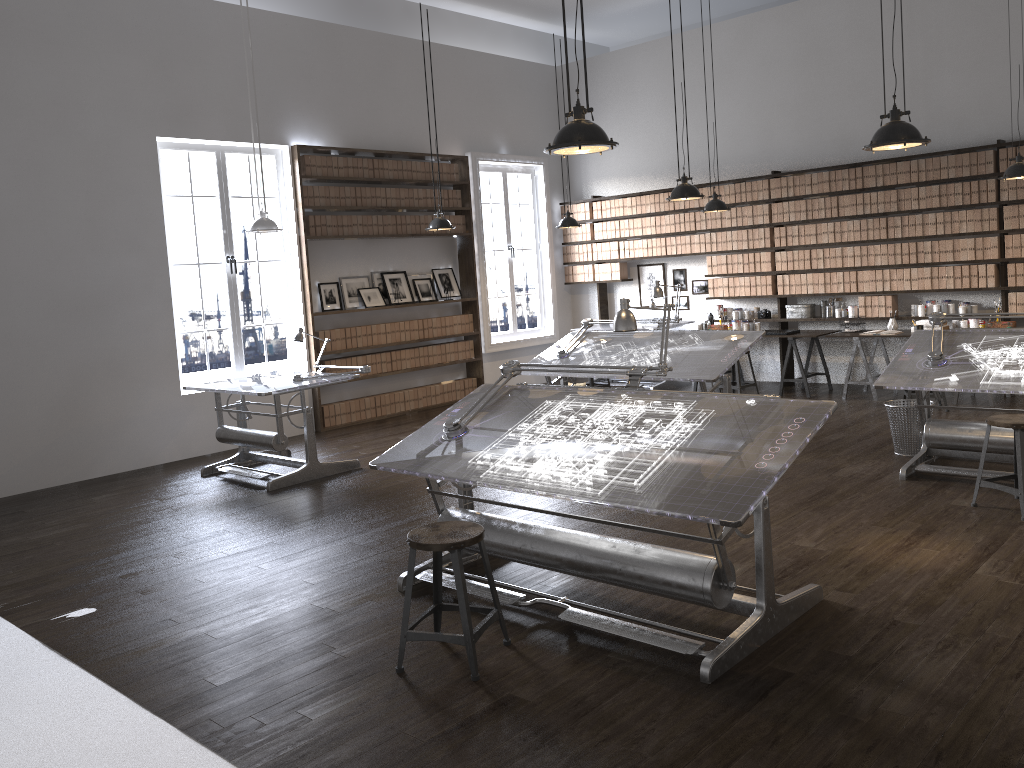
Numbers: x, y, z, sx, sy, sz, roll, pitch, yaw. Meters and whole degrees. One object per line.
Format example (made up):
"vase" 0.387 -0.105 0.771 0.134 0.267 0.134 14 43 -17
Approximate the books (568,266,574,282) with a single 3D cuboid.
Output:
"books" 0.862 -1.516 12.216 0.067 0.225 0.175 0 7 43

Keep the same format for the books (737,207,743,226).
"books" 2.718 -1.965 10.416 0.067 0.225 0.175 0 7 43

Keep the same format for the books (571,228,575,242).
"books" 0.885 -2.059 12.122 0.067 0.224 0.175 0 7 43

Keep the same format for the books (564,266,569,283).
"books" 0.811 -1.519 12.271 0.067 0.225 0.175 0 7 43

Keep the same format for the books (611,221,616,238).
"books" 1.383 -2.030 11.663 0.067 0.224 0.175 0 7 43

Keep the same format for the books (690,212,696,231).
"books" 2.256 -1.987 10.841 0.067 0.225 0.175 0 7 43

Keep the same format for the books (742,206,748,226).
"books" 2.771 -1.963 10.370 0.067 0.225 0.175 0 7 43

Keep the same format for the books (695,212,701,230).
"books" 2.315 -1.985 10.794 0.067 0.225 0.175 0 7 43

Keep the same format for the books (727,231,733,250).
"books" 2.629 -1.704 10.531 0.067 0.225 0.175 0 7 43

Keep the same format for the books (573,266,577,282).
"books" 0.920 -1.514 12.170 0.067 0.224 0.175 0 7 43

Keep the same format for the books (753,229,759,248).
"books" 2.881 -1.693 10.303 0.067 0.225 0.175 0 7 43

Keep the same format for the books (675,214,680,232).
"books" 2.099 -1.994 10.986 0.067 0.225 0.175 0 7 43

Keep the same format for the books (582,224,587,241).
"books" 1.031 -2.053 11.989 0.067 0.225 0.175 0 7 43

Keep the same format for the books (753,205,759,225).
"books" 2.869 -1.958 10.276 0.067 0.224 0.175 0 7 43

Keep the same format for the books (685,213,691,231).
"books" 2.206 -1.990 10.896 0.067 0.224 0.175 0 7 43

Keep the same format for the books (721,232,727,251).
"books" 2.580 -1.707 10.582 0.067 0.225 0.175 0 7 43

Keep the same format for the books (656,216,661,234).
"books" 1.895 -2.005 11.184 0.067 0.225 0.175 0 7 43

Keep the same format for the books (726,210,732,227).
"books" 2.612 -1.970 10.512 0.067 0.224 0.175 0 7 43

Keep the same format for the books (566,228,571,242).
"books" 0.831 -2.062 12.170 0.067 0.225 0.175 0 7 43

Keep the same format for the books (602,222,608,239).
"books" 1.284 -2.034 11.746 0.067 0.225 0.175 0 7 43

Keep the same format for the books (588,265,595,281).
"books" 1.118 -1.504 11.981 0.067 0.225 0.175 0 7 43

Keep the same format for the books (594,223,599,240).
"books" 1.180 -2.039 11.847 0.067 0.225 0.175 0 7 43

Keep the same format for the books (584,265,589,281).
"books" 1.063 -1.506 12.028 0.067 0.225 0.175 0 7 43

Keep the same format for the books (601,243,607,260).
"books" 1.276 -1.771 11.800 0.067 0.225 0.175 0 7 43

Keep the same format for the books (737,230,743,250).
"books" 2.730 -1.700 10.442 0.067 0.224 0.175 0 7 43

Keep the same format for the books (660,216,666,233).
"books" 1.947 -2.003 11.138 0.067 0.225 0.175 0 7 43

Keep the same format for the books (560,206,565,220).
"books" 0.753 -2.339 12.203 0.067 0.225 0.175 0 7 43

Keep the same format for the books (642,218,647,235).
"books" 1.744 -2.013 11.324 0.067 0.224 0.175 0 7 43

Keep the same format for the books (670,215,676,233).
"books" 2.047 -1.997 11.035 0.067 0.225 0.175 0 7 43

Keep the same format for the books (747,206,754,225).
"books" 2.817 -1.960 10.318 0.067 0.225 0.175 0 7 43

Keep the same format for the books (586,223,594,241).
"books" 1.083 -2.050 11.941 0.067 0.225 0.175 0 7 43

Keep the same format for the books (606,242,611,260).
"books" 1.326 -1.768 11.751 0.067 0.225 0.175 0 7 43

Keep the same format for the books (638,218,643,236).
"books" 1.693 -2.014 11.366 0.067 0.225 0.175 0 7 43

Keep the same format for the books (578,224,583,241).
"books" 0.978 -2.054 12.031 0.067 0.225 0.175 0 7 43

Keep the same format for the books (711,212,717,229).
"books" 2.470 -1.978 10.649 0.067 0.225 0.175 0 7 43

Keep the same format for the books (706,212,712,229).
"books" 2.418 -1.980 10.697 0.067 0.225 0.175 0 7 43

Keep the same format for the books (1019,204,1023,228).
"books" 4.887 -1.594 8.424 0.067 0.225 0.175 0 7 43

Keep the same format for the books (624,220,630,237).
"books" 1.541 -2.022 11.510 0.067 0.225 0.175 0 7 43

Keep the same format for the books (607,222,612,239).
"books" 1.333 -2.032 11.706 0.067 0.224 0.175 0 7 43

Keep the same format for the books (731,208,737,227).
"books" 2.664 -1.967 10.462 0.067 0.225 0.175 0 7 43

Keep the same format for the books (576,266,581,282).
"books" 0.966 -1.512 12.123 0.067 0.224 0.175 0 7 43

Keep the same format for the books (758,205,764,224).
"books" 2.914 -1.956 10.231 0.067 0.224 0.175 0 7 43

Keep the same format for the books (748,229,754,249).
"books" 2.829 -1.696 10.351 0.067 0.225 0.175 0 7 43

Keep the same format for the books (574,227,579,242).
"books" 0.932 -2.057 12.080 0.067 0.224 0.175 0 7 43

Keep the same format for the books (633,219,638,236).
"books" 1.647 -2.017 11.416 0.067 0.225 0.175 0 7 43

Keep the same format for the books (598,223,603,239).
"books" 1.231 -2.036 11.796 0.067 0.225 0.175 0 7 43

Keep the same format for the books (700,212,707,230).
"books" 2.364 -1.982 10.742 0.067 0.225 0.175 0 7 43

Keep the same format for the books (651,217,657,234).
"books" 1.841 -2.007 11.229 0.067 0.225 0.175 0 7 43

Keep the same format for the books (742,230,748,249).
"books" 2.776 -1.697 10.393 0.067 0.225 0.175 0 7 43

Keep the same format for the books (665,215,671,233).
"books" 1.996 -2.000 11.087 0.067 0.225 0.175 0 7 43

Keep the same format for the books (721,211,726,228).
"books" 2.568 -1.973 10.556 0.067 0.224 0.175 0 7 43

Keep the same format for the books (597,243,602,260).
"books" 1.223 -1.773 11.845 0.067 0.225 0.175 0 7 43

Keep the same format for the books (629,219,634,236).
"books" 1.595 -2.020 11.465 0.067 0.225 0.175 0 7 43

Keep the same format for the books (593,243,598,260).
"books" 1.167 -1.775 11.892 0.067 0.225 0.175 0 7 43

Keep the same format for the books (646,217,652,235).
"books" 1.789 -2.010 11.280 0.067 0.224 0.175 0 7 43

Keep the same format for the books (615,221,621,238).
"books" 1.433 -2.027 11.609 0.067 0.225 0.175 0 7 43

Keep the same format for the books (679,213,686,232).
"books" 2.149 -1.993 10.946 0.067 0.224 0.175 0 7 43

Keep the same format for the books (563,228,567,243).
"books" 0.782 -2.065 12.221 0.067 0.225 0.175 0 7 43

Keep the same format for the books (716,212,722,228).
"books" 2.515 -1.974 10.599 0.067 0.225 0.175 0 7 43

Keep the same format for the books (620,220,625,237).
"books" 1.492 -2.025 11.562 0.067 0.225 0.175 0 7 43
